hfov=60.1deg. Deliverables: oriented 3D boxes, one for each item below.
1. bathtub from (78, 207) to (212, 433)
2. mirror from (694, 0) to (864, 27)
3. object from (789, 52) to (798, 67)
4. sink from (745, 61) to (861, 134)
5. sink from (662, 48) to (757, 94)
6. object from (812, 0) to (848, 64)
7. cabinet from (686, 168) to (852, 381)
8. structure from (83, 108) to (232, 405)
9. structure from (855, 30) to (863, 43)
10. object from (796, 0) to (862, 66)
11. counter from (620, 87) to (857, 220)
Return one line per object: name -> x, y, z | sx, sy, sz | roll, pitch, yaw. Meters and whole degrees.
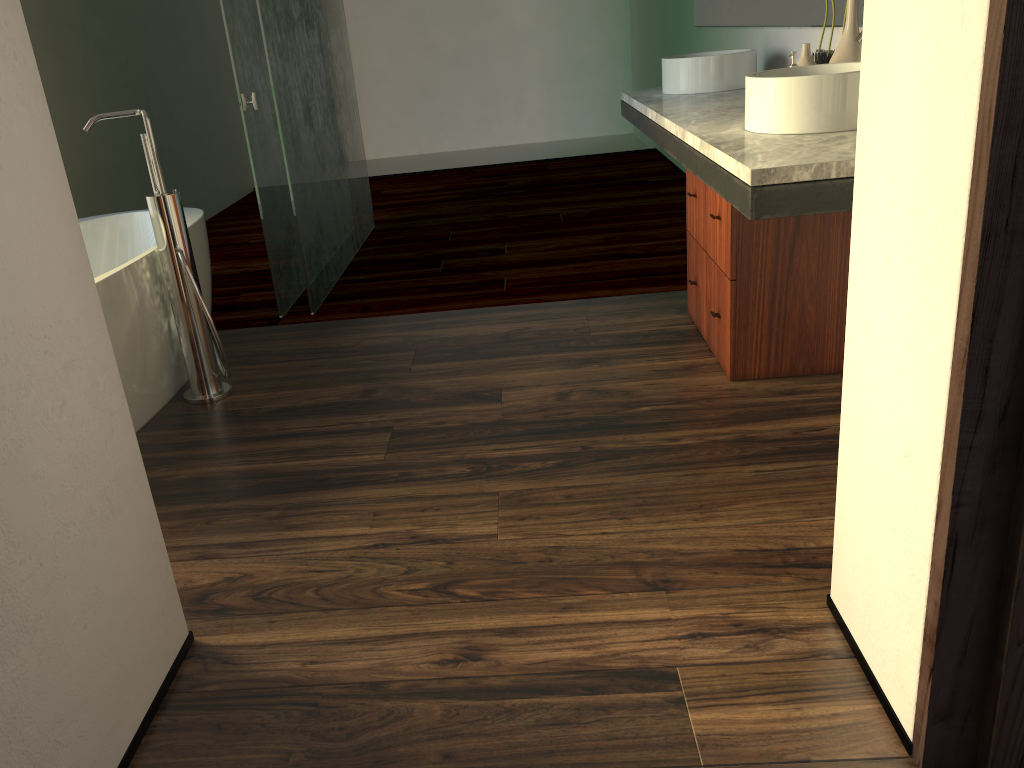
bathtub -> -1.460, -0.169, 2.877 | 0.767, 0.484, 1.618 | -5, 22, 2
mirror -> 0.981, -1.776, 2.870 | 0.017, 1.150, 4.074 | -5, 22, 2
object -> 0.806, -0.869, 2.539 | 0.070, 0.158, 0.071 | -11, 22, -13
sink -> 0.768, -0.716, 2.207 | 0.352, 0.130, 0.363 | -13, 23, -17
sink -> 0.769, -1.221, 3.458 | 0.359, 0.130, 0.356 | -4, 22, 6
object -> 0.937, -1.091, 2.590 | 0.185, 0.503, 0.247 | -13, 23, -17
cabinet -> 0.831, -0.427, 2.712 | 0.514, 0.598, 0.658 | -5, 22, 3
structure -> -1.015, -0.366, 2.680 | 0.283, 0.895, 0.239 | 14, 28, 39
structure -> 0.927, -0.791, 2.200 | 0.166, 0.241, 0.066 | -3, 22, 7
object -> 0.913, -0.966, 2.557 | 0.245, 0.305, 0.118 | 7, 25, 28
counter -> 0.765, -0.819, 2.772 | 0.589, 0.101, 2.256 | -5, 22, 2
